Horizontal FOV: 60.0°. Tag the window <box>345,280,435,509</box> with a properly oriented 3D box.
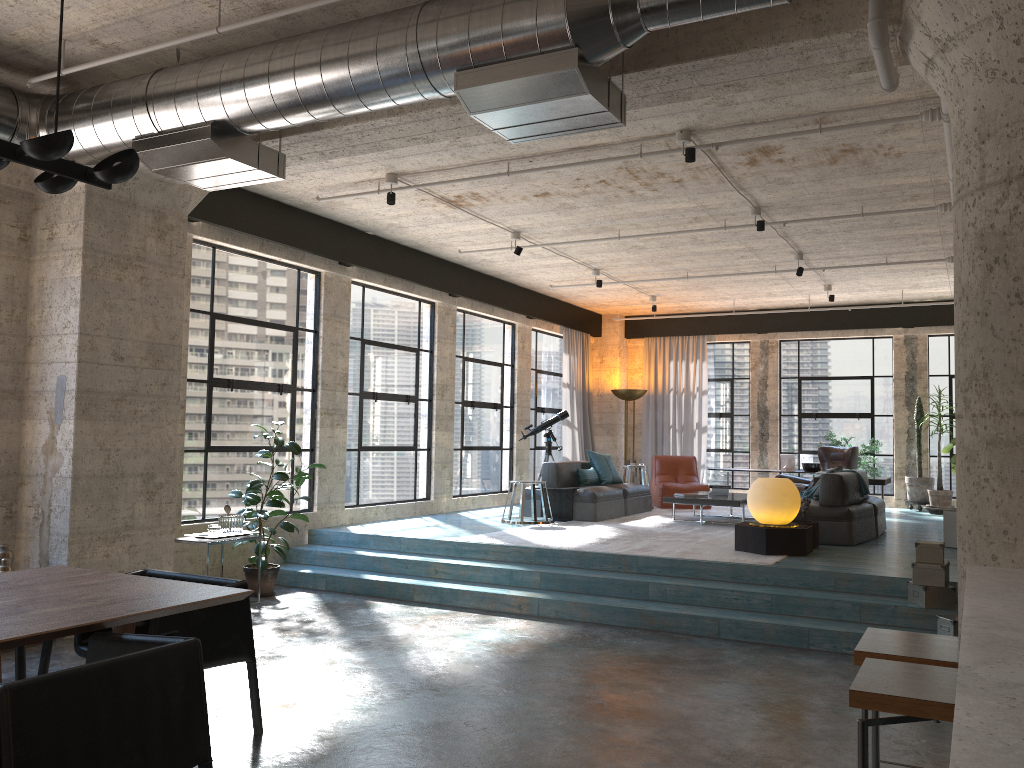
[{"bbox_3d":[-1.441,0.158,10.555,0.081,2.530,1.780,-1,-4,28],"label":"window"}]

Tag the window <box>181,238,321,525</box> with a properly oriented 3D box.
[{"bbox_3d":[-2.483,0.018,8.572,0.081,2.530,1.780,-1,-4,28],"label":"window"}]

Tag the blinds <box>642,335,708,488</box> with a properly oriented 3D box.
[{"bbox_3d":[2.763,0.475,15.327,1.187,2.986,0.404,-1,-4,29],"label":"blinds"}]

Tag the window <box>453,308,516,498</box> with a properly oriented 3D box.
[{"bbox_3d":[-0.399,0.298,12.538,0.081,2.530,1.780,-1,-4,28],"label":"window"}]

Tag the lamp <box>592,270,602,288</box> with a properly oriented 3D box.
[{"bbox_3d":[1.116,-1.382,11.669,0.143,0.223,0.107,3,-4,-29],"label":"lamp"}]

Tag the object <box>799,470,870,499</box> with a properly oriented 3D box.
[{"bbox_3d":[3.375,1.130,9.518,0.444,0.438,0.985,4,-4,-36],"label":"object"}]

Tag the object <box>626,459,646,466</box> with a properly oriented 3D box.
[{"bbox_3d":[1.768,1.124,12.688,0.287,0.096,0.206,2,-4,-22],"label":"object"}]

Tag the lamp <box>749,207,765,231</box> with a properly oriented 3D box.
[{"bbox_3d":[2.332,-1.563,8.441,0.141,0.215,0.107,0,-4,10],"label":"lamp"}]

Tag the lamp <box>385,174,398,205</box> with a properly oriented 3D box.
[{"bbox_3d":[-1.030,-1.663,7.611,0.107,0.236,0.145,0,-4,11],"label":"lamp"}]

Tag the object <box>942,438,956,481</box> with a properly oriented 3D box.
[{"bbox_3d":[6.777,1.112,12.904,0.817,1.543,0.921,1,-4,-3],"label":"object"}]

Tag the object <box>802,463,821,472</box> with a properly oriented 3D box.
[{"bbox_3d":[4.670,1.298,13.796,0.307,0.129,0.307,3,-4,-23],"label":"object"}]

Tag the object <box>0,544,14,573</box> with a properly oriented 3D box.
[{"bbox_3d":[-3.323,1.209,5.835,0.415,0.333,0.248,3,-4,-26],"label":"object"}]

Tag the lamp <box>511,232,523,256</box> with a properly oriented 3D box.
[{"bbox_3d":[0.055,-1.512,9.633,0.144,0.252,0.107,0,-4,12],"label":"lamp"}]

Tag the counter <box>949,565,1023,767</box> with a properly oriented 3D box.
[{"bbox_3d":[1.449,0.631,1.762,1.000,0.046,3.500,-1,-4,28],"label":"counter"}]

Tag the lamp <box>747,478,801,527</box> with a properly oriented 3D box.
[{"bbox_3d":[2.345,1.054,7.948,0.462,0.417,0.462,3,-4,-34],"label":"lamp"}]

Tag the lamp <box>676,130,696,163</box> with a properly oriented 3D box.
[{"bbox_3d":[1.253,-1.707,6.402,0.141,0.215,0.107,0,-4,10],"label":"lamp"}]

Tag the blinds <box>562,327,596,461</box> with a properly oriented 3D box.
[{"bbox_3d":[1.202,0.413,14.902,0.384,2.985,1.131,-1,-4,28],"label":"blinds"}]

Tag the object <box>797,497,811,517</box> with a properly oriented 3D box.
[{"bbox_3d":[2.743,1.212,8.829,0.433,0.185,0.429,-1,-4,24],"label":"object"}]

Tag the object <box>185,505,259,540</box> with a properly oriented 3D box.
[{"bbox_3d":[-2.397,1.144,7.366,0.327,0.253,0.546,-1,-4,28],"label":"object"}]

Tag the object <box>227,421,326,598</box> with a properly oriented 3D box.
[{"bbox_3d":[-2.155,1.104,7.906,0.886,1.552,0.514,0,-4,15],"label":"object"}]

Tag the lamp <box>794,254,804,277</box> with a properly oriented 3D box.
[{"bbox_3d":[3.399,-1.400,10.482,0.144,0.252,0.107,3,-4,-30],"label":"lamp"}]

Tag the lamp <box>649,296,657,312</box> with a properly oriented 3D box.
[{"bbox_3d":[2.192,-1.237,13.727,0.143,0.223,0.107,4,-5,-39],"label":"lamp"}]

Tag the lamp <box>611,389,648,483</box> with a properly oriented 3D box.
[{"bbox_3d":[1.970,1.014,14.986,0.619,1.822,0.619,-1,-4,28],"label":"lamp"}]

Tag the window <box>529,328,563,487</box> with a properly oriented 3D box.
[{"bbox_3d":[0.642,0.438,14.521,0.081,2.530,1.780,-1,-4,28],"label":"window"}]

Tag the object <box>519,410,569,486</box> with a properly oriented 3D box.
[{"bbox_3d":[0.472,1.064,12.822,0.617,1.406,0.595,-1,-4,29],"label":"object"}]

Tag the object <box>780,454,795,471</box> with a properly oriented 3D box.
[{"bbox_3d":[4.293,1.229,13.826,0.214,0.259,0.154,-1,-4,28],"label":"object"}]

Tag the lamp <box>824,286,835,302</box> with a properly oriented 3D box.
[{"bbox_3d":[4.472,-1.271,12.508,0.143,0.223,0.107,-2,-5,40],"label":"lamp"}]

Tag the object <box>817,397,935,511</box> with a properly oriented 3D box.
[{"bbox_3d":[5.563,1.053,13.646,1.641,1.708,0.971,1,-4,3],"label":"object"}]

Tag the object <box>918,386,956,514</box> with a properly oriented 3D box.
[{"bbox_3d":[6.167,0.935,12.823,0.629,1.863,0.523,1,-4,-4],"label":"object"}]

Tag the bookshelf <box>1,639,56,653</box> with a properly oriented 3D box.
[{"bbox_3d":[-3.597,1.516,5.367,0.350,0.347,1.600,-1,-4,28],"label":"bookshelf"}]

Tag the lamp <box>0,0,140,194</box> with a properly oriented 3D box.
[{"bbox_3d":[-2.199,-1.553,3.188,0.583,1.327,1.813,-1,-4,28],"label":"lamp"}]
